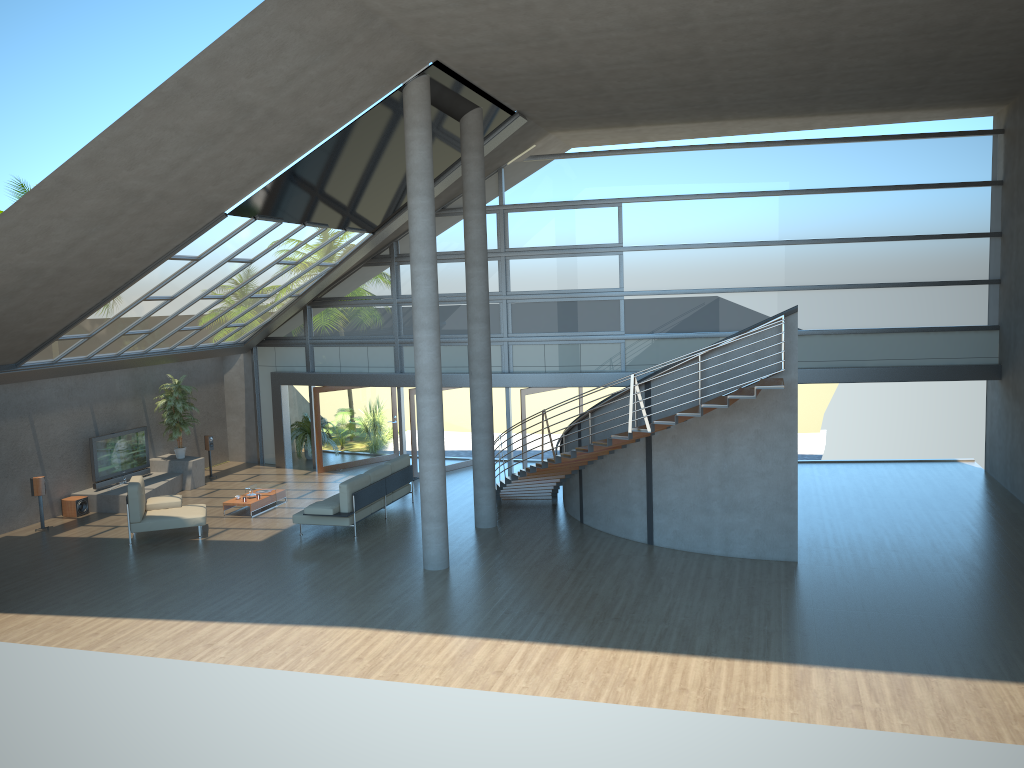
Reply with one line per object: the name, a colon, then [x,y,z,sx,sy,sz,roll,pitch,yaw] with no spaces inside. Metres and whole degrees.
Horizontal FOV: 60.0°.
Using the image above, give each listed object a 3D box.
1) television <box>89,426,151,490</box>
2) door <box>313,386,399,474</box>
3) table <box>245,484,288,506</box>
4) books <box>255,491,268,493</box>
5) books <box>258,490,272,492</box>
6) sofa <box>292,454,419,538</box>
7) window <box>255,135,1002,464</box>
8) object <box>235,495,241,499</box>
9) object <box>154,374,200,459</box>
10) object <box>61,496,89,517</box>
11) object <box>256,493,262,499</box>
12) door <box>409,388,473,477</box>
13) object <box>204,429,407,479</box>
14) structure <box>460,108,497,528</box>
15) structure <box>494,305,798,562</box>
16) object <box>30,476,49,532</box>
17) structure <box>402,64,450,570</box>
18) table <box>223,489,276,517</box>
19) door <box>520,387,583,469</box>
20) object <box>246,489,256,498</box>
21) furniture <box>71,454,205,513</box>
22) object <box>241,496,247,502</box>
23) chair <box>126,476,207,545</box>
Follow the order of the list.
television: [-7.920,1.495,17.973,0.396,1.063,1.568,0,6,17]
door: [-3.632,0.949,20.888,2.298,1.977,0.200,-7,8,-44]
table: [-4.793,2.163,17.316,0.680,0.342,0.400,0,6,17]
books: [-4.853,2.098,17.248,0.275,0.005,0.189,-2,6,-3]
books: [-4.822,2.089,17.292,0.275,0.005,0.189,-2,6,0]
sofa: [-2.787,1.957,15.988,1.166,0.947,3.079,0,6,16]
window: [1.638,-1.339,18.739,16.616,6.630,1.098,0,6,15]
object: [-5.159,2.124,16.692,0.102,0.086,0.100,0,6,21]
object: [-7.239,0.691,19.180,0.932,1.857,0.895,-5,6,-25]
object: [-8.352,2.335,16.906,0.425,0.323,0.362,0,6,17]
object: [-4.753,2.108,16.645,0.070,0.101,0.085,4,8,44]
door: [-1.431,0.976,19.922,0.200,1.977,2.298,3,8,40]
object: [-9.120,1.918,18.262,7.863,0.982,21.345,0,6,20]
structure: [-0.561,-1.124,14.814,0.381,7.125,0.382,-5,7,-29]
structure: [1.496,0.644,14.017,2.349,3.653,6.809,-6,7,-35]
object: [-8.411,2.133,15.796,0.234,0.959,0.171,-4,6,-18]
structure: [-1.219,-0.878,12.597,0.381,7.125,0.382,0,6,17]
table: [-4.905,2.259,16.940,0.600,0.250,1.200,0,6,17]
door: [0.906,0.976,19.170,0.200,1.977,2.298,3,7,37]
object: [-4.930,2.072,16.762,0.178,0.161,0.178,-5,7,-32]
furniture: [-7.375,2.023,18.353,1.577,0.610,2.936,0,6,17]
object: [-4.967,2.135,16.451,0.085,0.101,0.070,0,6,15]
chair: [-5.915,2.084,15.240,1.244,1.023,1.217,-4,6,-18]
